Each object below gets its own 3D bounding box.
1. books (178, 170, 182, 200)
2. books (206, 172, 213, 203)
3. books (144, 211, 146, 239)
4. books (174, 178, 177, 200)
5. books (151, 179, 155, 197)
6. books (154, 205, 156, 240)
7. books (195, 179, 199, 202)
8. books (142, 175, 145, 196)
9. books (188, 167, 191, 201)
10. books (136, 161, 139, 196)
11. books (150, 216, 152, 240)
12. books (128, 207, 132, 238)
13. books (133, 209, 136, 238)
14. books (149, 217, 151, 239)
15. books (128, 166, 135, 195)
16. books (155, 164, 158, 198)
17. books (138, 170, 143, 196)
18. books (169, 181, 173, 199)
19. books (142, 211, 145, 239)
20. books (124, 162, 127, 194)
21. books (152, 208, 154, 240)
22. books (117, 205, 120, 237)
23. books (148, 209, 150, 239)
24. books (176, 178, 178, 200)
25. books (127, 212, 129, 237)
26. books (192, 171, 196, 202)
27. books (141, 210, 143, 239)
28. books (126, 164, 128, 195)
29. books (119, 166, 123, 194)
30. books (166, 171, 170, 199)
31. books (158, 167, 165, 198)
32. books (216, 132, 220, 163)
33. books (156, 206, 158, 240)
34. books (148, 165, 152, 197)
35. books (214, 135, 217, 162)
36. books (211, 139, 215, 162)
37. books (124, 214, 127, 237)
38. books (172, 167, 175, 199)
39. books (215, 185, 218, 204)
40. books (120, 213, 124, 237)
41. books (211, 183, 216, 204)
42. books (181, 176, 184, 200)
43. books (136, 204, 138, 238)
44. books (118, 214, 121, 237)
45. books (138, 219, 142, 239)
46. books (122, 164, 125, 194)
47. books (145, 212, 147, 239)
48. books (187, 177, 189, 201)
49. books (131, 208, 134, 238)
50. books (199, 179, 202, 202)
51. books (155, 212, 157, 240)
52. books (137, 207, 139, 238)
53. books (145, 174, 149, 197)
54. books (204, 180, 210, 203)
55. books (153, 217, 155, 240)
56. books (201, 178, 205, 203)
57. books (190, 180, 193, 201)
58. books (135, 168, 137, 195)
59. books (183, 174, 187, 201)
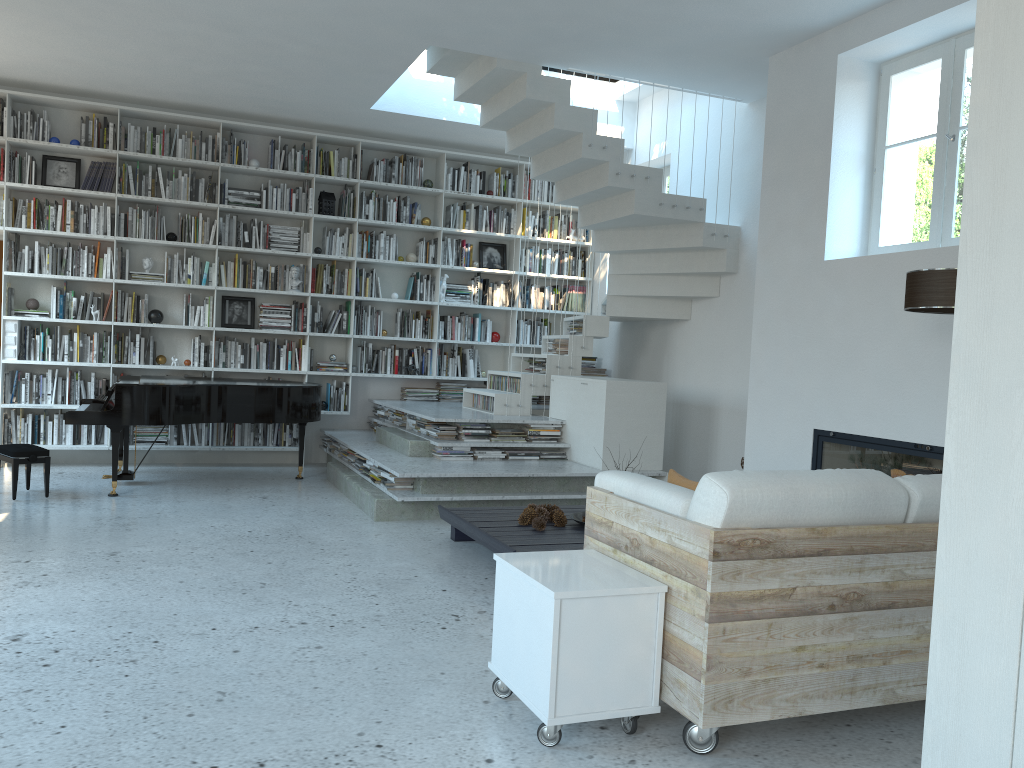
[{"bbox_3d":[-3.008,-1.777,8.021,0.026,0.286,0.137,2,3,-22],"label":"books"},{"bbox_3d":[-2.768,-1.776,8.099,0.058,0.303,0.175,2,3,-22],"label":"books"},{"bbox_3d":[-3.281,-1.408,7.930,0.010,0.262,0.169,2,3,-22],"label":"books"},{"bbox_3d":[-3.047,-1.742,8.022,0.024,0.212,0.128,2,3,-22],"label":"books"},{"bbox_3d":[-3.212,-1.731,7.939,0.034,0.180,0.160,2,3,-22],"label":"books"},{"bbox_3d":[-3.203,-1.434,7.960,0.004,0.321,0.153,2,3,-22],"label":"books"},{"bbox_3d":[-2.867,-1.737,8.062,0.030,0.218,0.182,2,3,-22],"label":"books"},{"bbox_3d":[-3.285,-1.744,7.906,0.024,0.201,0.153,2,3,-22],"label":"books"},{"bbox_3d":[-2.925,-1.787,8.033,0.011,0.314,0.183,2,3,-22],"label":"books"},{"bbox_3d":[-3.322,-1.802,7.871,0.012,0.315,0.171,2,3,-22],"label":"books"},{"bbox_3d":[-3.236,-1.389,7.957,0.011,0.226,0.129,2,3,-22],"label":"books"},{"bbox_3d":[-3.391,-1.420,7.878,0.026,0.279,0.150,2,3,-22],"label":"books"},{"bbox_3d":[-3.357,-1.410,7.889,0.024,0.262,0.177,2,3,-22],"label":"books"},{"bbox_3d":[-3.238,-1.379,7.930,0.011,0.209,0.181,2,3,-22],"label":"books"},{"bbox_3d":[-3.375,-1.784,7.869,0.067,0.274,0.167,2,3,-22],"label":"books"},{"bbox_3d":[-3.190,-1.798,7.952,0.013,0.315,0.135,2,3,-22],"label":"books"},{"bbox_3d":[-3.304,-1.765,7.882,0.031,0.242,0.181,2,3,-22],"label":"books"},{"bbox_3d":[-3.073,-1.726,7.985,0.028,0.180,0.168,2,3,-22],"label":"books"},{"bbox_3d":[-3.283,-1.402,7.904,0.012,0.252,0.183,2,3,-22],"label":"books"},{"bbox_3d":[-3.427,-1.804,7.864,0.014,0.309,0.130,2,3,-22],"label":"books"},{"bbox_3d":[-3.217,-1.420,7.941,0.011,0.292,0.176,2,3,-22],"label":"books"},{"bbox_3d":[-3.487,-1.427,7.853,0.012,0.285,0.159,2,3,-22],"label":"books"},{"bbox_3d":[-3.249,-1.415,7.931,0.011,0.279,0.169,2,3,-22],"label":"books"},{"bbox_3d":[-3.021,-1.738,8.004,0.010,0.208,0.173,2,3,-22],"label":"books"},{"bbox_3d":[-3.412,-1.401,7.878,0.012,0.240,0.134,2,3,-22],"label":"books"},{"bbox_3d":[-2.896,-1.775,8.070,0.022,0.290,0.146,2,3,-22],"label":"books"},{"bbox_3d":[-3.291,-1.408,7.898,0.009,0.263,0.189,2,3,-22],"label":"books"},{"bbox_3d":[-3.408,-1.792,7.848,0.010,0.287,0.148,2,3,-22],"label":"books"},{"bbox_3d":[-3.444,-1.777,7.821,0.023,0.256,0.174,2,3,-22],"label":"books"},{"bbox_3d":[-3.099,-1.770,7.979,0.027,0.265,0.168,2,3,-22],"label":"books"},{"bbox_3d":[-3.140,-1.781,7.945,0.075,0.286,0.178,2,3,-22],"label":"books"},{"bbox_3d":[-2.691,-2.133,8.104,0.026,0.289,0.176,2,3,-22],"label":"books"},{"bbox_3d":[-3.192,-1.432,7.971,0.005,0.316,0.157,2,3,-22],"label":"books"},{"bbox_3d":[-3.232,-1.788,7.916,0.023,0.293,0.155,2,3,-22],"label":"books"},{"bbox_3d":[-2.712,-2.123,8.101,0.014,0.267,0.171,2,3,-22],"label":"books"},{"bbox_3d":[-2.729,-2.103,8.087,0.026,0.225,0.172,2,3,-22],"label":"books"},{"bbox_3d":[-3.434,-1.392,7.884,0.024,0.219,0.140,2,3,-22],"label":"books"},{"bbox_3d":[-3.052,-1.789,7.990,0.012,0.308,0.145,2,3,-22],"label":"books"},{"bbox_3d":[-2.721,-1.721,8.155,0.019,0.194,0.098,2,3,-22],"label":"books"},{"bbox_3d":[-3.459,-1.396,7.875,0.029,0.225,0.136,2,3,-22],"label":"books"},{"bbox_3d":[-2.740,-1.730,8.140,0.028,0.212,0.134,2,3,-22],"label":"books"},{"bbox_3d":[-2.978,-1.745,8.009,0.021,0.226,0.191,2,3,-22],"label":"books"},{"bbox_3d":[-3.345,-1.438,7.906,0.011,0.317,0.154,2,3,-22],"label":"books"},{"bbox_3d":[-3.471,-1.387,7.844,0.015,0.208,0.186,2,3,-22],"label":"books"},{"bbox_3d":[-3.319,-1.371,7.916,0.029,0.187,0.149,2,3,-22],"label":"books"},{"bbox_3d":[-3.432,-1.791,7.840,0.013,0.283,0.158,2,3,-22],"label":"books"},{"bbox_3d":[-3.271,-1.404,7.934,0.011,0.256,0.152,2,3,-22],"label":"books"},{"bbox_3d":[-2.942,-1.747,8.040,0.013,0.231,0.141,2,3,-22],"label":"books"},{"bbox_3d":[-3.373,-1.418,7.881,0.012,0.276,0.157,2,3,-22],"label":"books"},{"bbox_3d":[-2.844,-1.739,8.075,0.022,0.223,0.161,2,3,-22],"label":"books"},{"bbox_3d":[-3.196,-1.404,7.957,0.010,0.262,0.158,2,3,-22],"label":"books"},{"bbox_3d":[-3.328,-1.420,7.891,0.010,0.283,0.183,2,3,-22],"label":"books"},{"bbox_3d":[-3.258,-1.752,7.909,0.029,0.219,0.157,2,3,-22],"label":"books"},{"bbox_3d":[-2.784,-1.757,8.094,0.055,0.264,0.166,2,3,-22],"label":"books"},{"bbox_3d":[-3.218,-1.384,7.971,0.012,0.217,0.133,2,3,-22],"label":"books"},{"bbox_3d":[-2.828,-1.746,8.098,0.025,0.237,0.153,2,3,-22],"label":"books"},{"bbox_3d":[-2.919,-1.737,8.061,0.024,0.213,0.150,2,3,-22],"label":"books"},{"bbox_3d":[-3.337,-1.775,7.876,0.011,0.260,0.157,2,3,-22],"label":"books"},{"bbox_3d":[-2.961,-1.762,8.035,0.028,0.261,0.135,2,3,-22],"label":"books"}]
